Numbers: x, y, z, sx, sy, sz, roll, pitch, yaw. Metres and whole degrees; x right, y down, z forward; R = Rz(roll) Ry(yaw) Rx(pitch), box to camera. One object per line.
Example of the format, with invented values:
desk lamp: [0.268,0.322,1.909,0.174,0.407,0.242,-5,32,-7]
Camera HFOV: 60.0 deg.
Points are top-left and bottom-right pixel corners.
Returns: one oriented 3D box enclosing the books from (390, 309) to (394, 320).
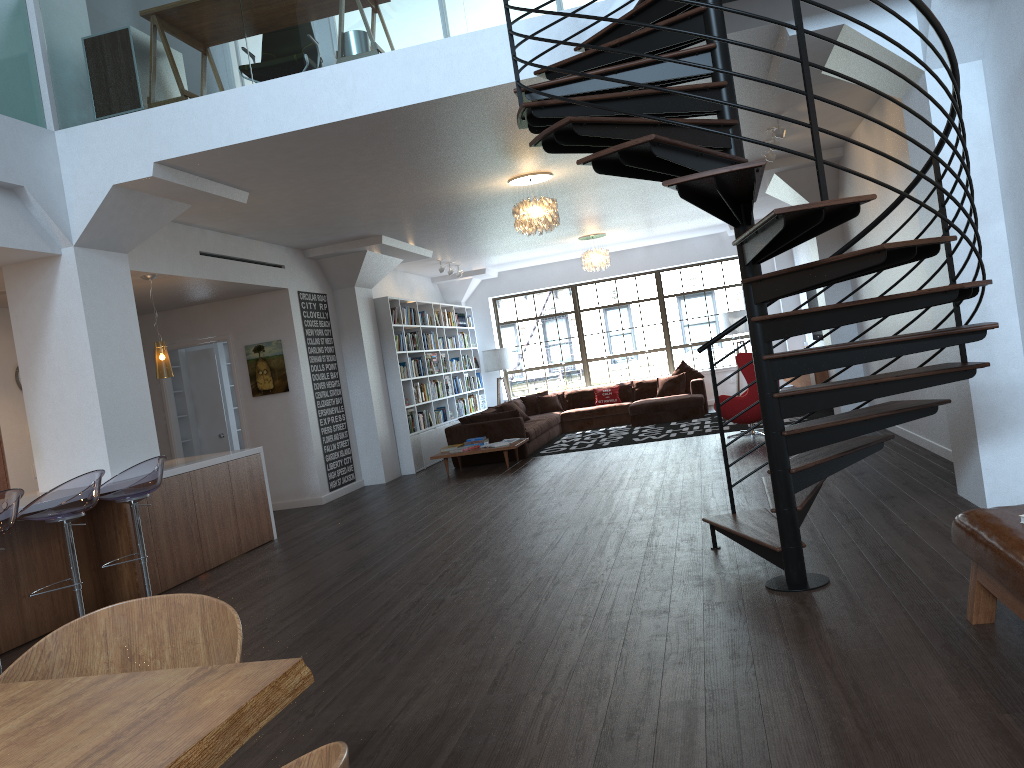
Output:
books: [-1.706,-0.899,12.034,0.182,0.215,0.188,-8,1,12]

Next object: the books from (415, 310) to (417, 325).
books: [-1.496,-0.964,13.084,0.167,0.233,0.077,-8,1,12]

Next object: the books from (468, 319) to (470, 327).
books: [-0.848,-1.105,16.092,0.134,0.184,0.030,-8,1,12]

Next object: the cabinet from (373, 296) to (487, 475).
cabinet: [-1.245,-0.071,14.164,0.461,2.414,4.500,-8,1,12]

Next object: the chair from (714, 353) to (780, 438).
chair: [2.812,0.094,10.622,0.801,1.006,0.798,-8,2,37]

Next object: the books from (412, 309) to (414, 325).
books: [-1.522,-0.960,12.914,0.174,0.243,0.085,-8,1,12]

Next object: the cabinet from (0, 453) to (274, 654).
cabinet: [-3.130,1.207,6.001,0.898,0.796,4.493,-8,1,12]

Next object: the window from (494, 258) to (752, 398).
window: [2.048,-1.001,16.429,4.648,1.905,0.114,-8,1,12]

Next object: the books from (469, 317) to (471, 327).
books: [-0.825,-1.117,16.190,0.136,0.196,0.045,-8,1,12]

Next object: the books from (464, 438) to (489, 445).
books: [-0.465,0.756,11.630,0.279,0.035,0.191,-8,1,22]

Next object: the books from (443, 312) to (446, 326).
books: [-1.185,-1.048,14.583,0.159,0.241,0.038,-8,1,12]

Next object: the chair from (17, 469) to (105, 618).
chair: [-2.568,1.035,5.181,0.481,1.014,0.530,-9,1,10]

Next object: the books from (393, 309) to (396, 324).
books: [-1.675,-0.910,12.186,0.161,0.218,0.101,-8,1,12]

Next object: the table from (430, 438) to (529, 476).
table: [-0.381,0.942,11.333,1.100,0.271,0.853,-8,1,12]

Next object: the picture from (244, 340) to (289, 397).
picture: [-2.820,-0.177,10.197,0.450,0.600,0.030,-8,1,12]

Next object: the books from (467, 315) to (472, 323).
books: [-0.812,-1.138,16.270,0.140,0.231,0.042,-8,1,12]

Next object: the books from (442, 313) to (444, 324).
books: [-1.210,-1.045,14.444,0.189,0.247,0.057,-8,1,12]

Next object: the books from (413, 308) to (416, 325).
books: [-1.503,-0.971,13.014,0.182,0.255,0.077,-8,1,12]

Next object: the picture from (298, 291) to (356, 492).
picture: [-2.227,0.069,10.751,0.021,2.380,0.800,-8,1,12]

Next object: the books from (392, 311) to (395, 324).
books: [-1.695,-0.900,12.125,0.167,0.210,0.162,-8,1,12]

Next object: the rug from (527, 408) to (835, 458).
rug: [2.474,0.604,12.789,4.200,0.007,3.100,-8,1,14]

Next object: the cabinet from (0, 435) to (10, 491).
cabinet: [-5.459,0.724,5.521,0.598,2.499,5.299,-8,1,12]

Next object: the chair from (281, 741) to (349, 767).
chair: [-0.425,0.889,1.006,0.617,0.830,0.629,-8,1,12]

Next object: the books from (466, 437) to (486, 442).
books: [-0.465,0.724,11.626,0.224,0.027,0.157,-8,1,17]

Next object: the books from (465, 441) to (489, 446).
books: [-0.455,0.791,11.626,0.312,0.037,0.216,-9,1,2]

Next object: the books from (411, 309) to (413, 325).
books: [-1.537,-0.963,12.877,0.182,0.255,0.077,-8,1,12]

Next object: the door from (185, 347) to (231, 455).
door: [-4.014,0.601,11.338,0.826,2.032,0.174,-8,1,12]

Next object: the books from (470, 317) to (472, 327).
books: [-0.813,-1.117,16.230,0.139,0.191,0.036,-8,1,12]

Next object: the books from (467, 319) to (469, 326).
books: [-0.843,-1.088,16.027,0.110,0.153,0.019,-8,1,12]

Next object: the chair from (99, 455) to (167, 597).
chair: [-2.438,1.002,5.797,0.481,1.014,0.530,-8,1,14]

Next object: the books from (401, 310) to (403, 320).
books: [-1.616,-0.924,12.457,0.161,0.222,0.084,-8,1,12]

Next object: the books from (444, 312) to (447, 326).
books: [-1.172,-1.054,14.627,0.171,0.246,0.057,-8,1,12]

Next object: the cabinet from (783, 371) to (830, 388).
cabinet: [4.391,-0.149,12.976,0.459,0.350,4.501,-8,1,12]

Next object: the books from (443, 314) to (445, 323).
books: [-1.176,-1.032,14.537,0.144,0.207,0.048,-8,1,12]

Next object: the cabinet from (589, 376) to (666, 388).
cabinet: [2.131,0.275,15.924,1.520,0.625,0.350,-8,1,12]

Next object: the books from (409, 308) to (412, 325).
books: [-1.536,-0.960,12.828,0.182,0.253,0.098,-8,1,12]

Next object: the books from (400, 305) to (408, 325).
books: [-1.586,-0.969,12.668,0.176,0.293,0.125,-8,1,12]

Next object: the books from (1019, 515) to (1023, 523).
books: [1.845,0.450,2.960,0.161,0.031,0.223,-9,1,-10]

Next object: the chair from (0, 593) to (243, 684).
chair: [-0.830,0.934,1.869,0.629,0.833,0.618,-9,1,7]

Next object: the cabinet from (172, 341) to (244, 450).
cabinet: [-4.170,0.135,12.012,0.527,2.991,2.630,-8,1,12]

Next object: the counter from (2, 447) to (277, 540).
counter: [-2.583,1.139,4.220,3.039,0.860,8.182,-9,1,-17]

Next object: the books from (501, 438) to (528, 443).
books: [0.001,0.724,11.457,0.256,0.035,0.350,-8,2,37]

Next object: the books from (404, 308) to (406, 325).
books: [-1.594,-0.941,12.581,0.174,0.242,0.105,-8,1,12]

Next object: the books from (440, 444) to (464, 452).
books: [-0.775,0.836,11.635,0.241,0.045,0.334,-8,1,14]

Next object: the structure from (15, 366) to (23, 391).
structure: [-4.601,-0.060,8.446,0.040,0.300,0.300,-8,1,12]

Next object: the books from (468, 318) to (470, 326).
books: [-0.835,-1.104,16.116,0.128,0.178,0.021,-8,1,12]

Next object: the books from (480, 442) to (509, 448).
books: [-0.220,0.764,11.154,0.231,0.040,0.342,-10,2,-38]

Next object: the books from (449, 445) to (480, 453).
books: [-0.606,0.823,11.248,0.236,0.035,0.340,-8,2,37]

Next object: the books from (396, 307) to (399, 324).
books: [-1.660,-0.932,12.293,0.170,0.251,0.118,-8,1,12]

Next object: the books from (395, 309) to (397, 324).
books: [-1.666,-0.914,12.219,0.161,0.222,0.084,-8,1,12]

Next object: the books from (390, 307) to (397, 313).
books: [-1.670,-0.927,12.251,0.159,0.248,0.089,-8,1,12]

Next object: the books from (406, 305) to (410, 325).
books: [-1.577,-0.971,12.730,0.197,0.290,0.136,-8,1,12]

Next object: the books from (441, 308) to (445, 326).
books: [-1.186,-1.075,14.490,0.140,0.298,0.044,-8,1,12]

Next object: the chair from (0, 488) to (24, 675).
chair: [-2.715,1.071,4.562,0.481,1.014,0.530,-9,1,10]

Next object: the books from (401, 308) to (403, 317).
books: [-1.619,-0.937,12.488,0.159,0.248,0.089,-8,1,12]

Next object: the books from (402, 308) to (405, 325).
books: [-1.609,-0.942,12.530,0.170,0.251,0.118,-8,1,12]

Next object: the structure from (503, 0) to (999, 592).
structure: [1.046,-1.188,4.241,1.998,4.352,1.998,-9,1,-27]

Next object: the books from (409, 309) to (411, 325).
books: [-1.545,-0.956,12.797,0.159,0.248,0.089,-8,1,12]
